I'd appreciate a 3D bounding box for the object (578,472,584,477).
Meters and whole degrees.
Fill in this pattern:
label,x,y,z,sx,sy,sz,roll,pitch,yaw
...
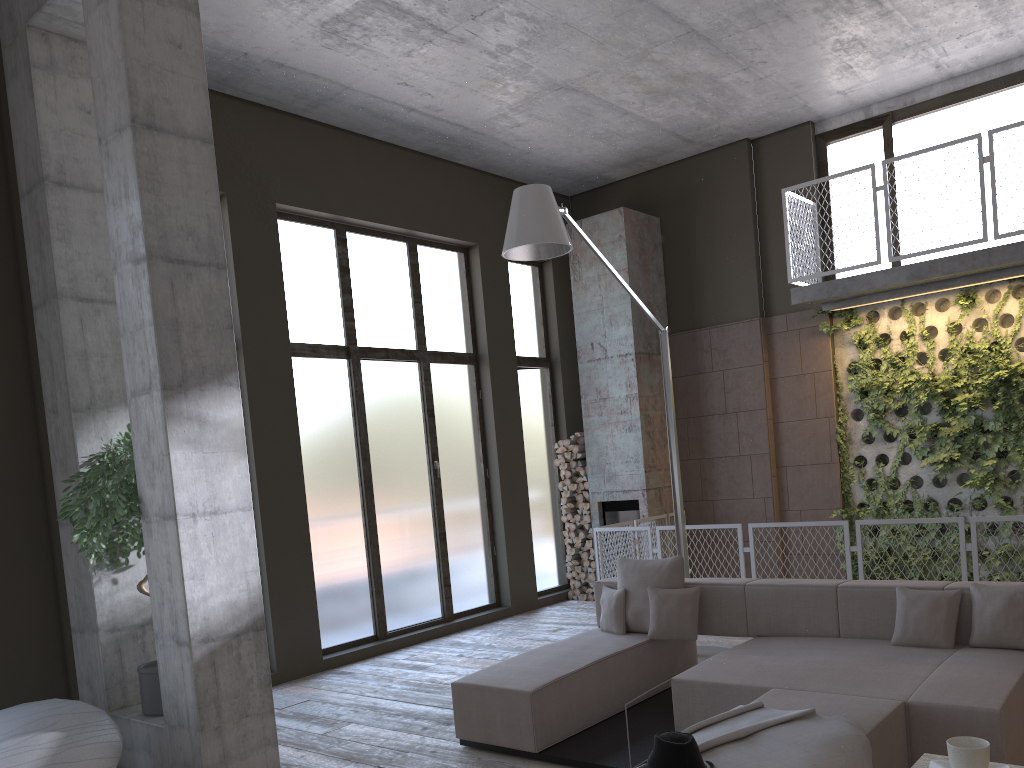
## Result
label,x,y,z,sx,sy,sz,roll,pitch,yaw
object,0.955,1.120,10.939,0.104,0.102,0.290,-6,-4,39

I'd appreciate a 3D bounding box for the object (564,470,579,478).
label,x,y,z,sx,sy,sz,roll,pitch,yaw
object,0.780,1.107,10.909,0.099,0.107,0.292,-6,-4,41

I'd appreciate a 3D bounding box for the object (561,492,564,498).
label,x,y,z,sx,sy,sz,roll,pitch,yaw
object,0.768,1.375,10.987,0.067,0.067,0.420,-6,-5,39

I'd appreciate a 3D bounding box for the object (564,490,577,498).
label,x,y,z,sx,sy,sz,roll,pitch,yaw
object,0.824,1.355,10.936,0.094,0.084,0.477,-6,-5,39

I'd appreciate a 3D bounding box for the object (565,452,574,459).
label,x,y,z,sx,sy,sz,roll,pitch,yaw
object,0.831,0.878,10.885,0.094,0.083,0.477,-6,-5,39

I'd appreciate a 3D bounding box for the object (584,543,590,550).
label,x,y,z,sx,sy,sz,roll,pitch,yaw
object,1.065,1.984,10.898,0.091,0.089,0.452,-6,-4,39

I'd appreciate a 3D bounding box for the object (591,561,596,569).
label,x,y,z,sx,sy,sz,roll,pitch,yaw
object,1.133,2.211,10.865,0.092,0.092,0.435,-6,-4,39

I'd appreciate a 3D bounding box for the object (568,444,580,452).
label,x,y,z,sx,sy,sz,roll,pitch,yaw
object,0.830,0.786,10.829,0.104,0.084,0.361,-7,-5,39

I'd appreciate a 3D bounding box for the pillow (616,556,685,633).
label,x,y,z,sx,sy,sz,roll,pitch,yaw
pillow,0.978,1.512,6.285,0.567,0.559,0.219,-6,1,42

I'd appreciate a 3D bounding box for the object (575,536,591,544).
label,x,y,z,sx,sy,sz,roll,pitch,yaw
object,0.966,1.923,10.947,0.094,0.084,0.477,-6,-5,39

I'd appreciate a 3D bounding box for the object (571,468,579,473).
label,x,y,z,sx,sy,sz,roll,pitch,yaw
object,0.864,1.063,10.907,0.065,0.074,0.357,-6,-4,38

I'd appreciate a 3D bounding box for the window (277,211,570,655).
label,x,y,z,sx,sy,sz,roll,pitch,yaw
window,-2.355,0.478,7.671,0.210,4.177,9.154,-3,-1,38

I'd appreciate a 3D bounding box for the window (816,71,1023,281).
label,x,y,z,sx,sy,sz,roll,pitch,yaw
window,4.759,-2.044,8.423,3.593,1.753,0.109,-8,0,40

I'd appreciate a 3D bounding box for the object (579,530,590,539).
label,x,y,z,sx,sy,sz,roll,pitch,yaw
object,0.998,1.849,10.887,0.091,0.089,0.452,-6,-4,41

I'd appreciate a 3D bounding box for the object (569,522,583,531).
label,x,y,z,sx,sy,sz,roll,pitch,yaw
object,0.839,1.765,10.945,0.099,0.107,0.292,-6,-4,41

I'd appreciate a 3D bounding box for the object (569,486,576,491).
label,x,y,z,sx,sy,sz,roll,pitch,yaw
object,0.883,1.273,10.907,0.115,0.079,0.433,-7,-5,39

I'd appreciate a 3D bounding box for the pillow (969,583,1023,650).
label,x,y,z,sx,sy,sz,roll,pitch,yaw
pillow,2.722,1.281,4.865,0.365,0.367,0.186,-6,0,45

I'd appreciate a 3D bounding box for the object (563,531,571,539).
label,x,y,z,sx,sy,sz,roll,pitch,yaw
object,0.783,1.885,11.048,0.089,0.108,0.363,-5,-4,39

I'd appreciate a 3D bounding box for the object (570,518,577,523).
label,x,y,z,sx,sy,sz,roll,pitch,yaw
object,0.856,1.689,10.961,0.089,0.057,0.330,-7,-5,39

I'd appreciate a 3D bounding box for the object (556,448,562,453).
label,x,y,z,sx,sy,sz,roll,pitch,yaw
object,0.708,0.832,10.997,0.123,0.068,0.361,-8,-6,41

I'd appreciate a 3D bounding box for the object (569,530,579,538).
label,x,y,z,sx,sy,sz,roll,pitch,yaw
object,0.879,1.868,11.022,0.093,0.093,0.435,-6,-4,39

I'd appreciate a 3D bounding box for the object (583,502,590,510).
label,x,y,z,sx,sy,sz,roll,pitch,yaw
object,1.054,1.489,10.818,0.094,0.084,0.477,-6,-5,39

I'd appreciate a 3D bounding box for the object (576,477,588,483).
label,x,y,z,sx,sy,sz,roll,pitch,yaw
object,0.966,1.184,10.881,0.115,0.079,0.433,-7,-5,39

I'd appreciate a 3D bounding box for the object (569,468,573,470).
label,x,y,z,sx,sy,sz,roll,pitch,yaw
object,0.797,1.031,10.924,0.089,0.057,0.330,-7,-5,39

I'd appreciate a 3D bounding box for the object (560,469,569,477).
label,x,y,z,sx,sy,sz,roll,pitch,yaw
object,0.736,1.111,11.003,0.101,0.103,0.291,-6,-4,41

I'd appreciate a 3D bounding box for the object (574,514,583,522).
label,x,y,z,sx,sy,sz,roll,pitch,yaw
object,0.940,1.646,10.912,0.091,0.089,0.453,-6,-5,38

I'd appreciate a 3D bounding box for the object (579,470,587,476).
label,x,y,z,sx,sy,sz,roll,pitch,yaw
object,0.978,1.098,10.827,0.067,0.085,0.423,-5,-4,37

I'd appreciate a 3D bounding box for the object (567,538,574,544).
label,x,y,z,sx,sy,sz,roll,pitch,yaw
object,0.848,1.952,11.050,0.068,0.067,0.420,-6,-5,39

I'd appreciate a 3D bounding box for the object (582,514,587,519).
label,x,y,z,sx,sy,sz,roll,pitch,yaw
object,1.011,1.628,10.888,0.067,0.071,0.421,-6,-4,39

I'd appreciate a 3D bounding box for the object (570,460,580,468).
label,x,y,z,sx,sy,sz,roll,pitch,yaw
object,0.881,0.989,10.875,0.091,0.089,0.453,-6,-5,38

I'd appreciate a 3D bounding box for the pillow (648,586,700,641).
label,x,y,z,sx,sy,sz,roll,pitch,yaw
pillow,1.118,1.580,6.045,0.378,0.374,0.168,-5,2,14

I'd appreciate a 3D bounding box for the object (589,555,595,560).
label,x,y,z,sx,sy,sz,roll,pitch,yaw
object,1.098,2.119,10.870,0.072,0.073,0.420,-6,-4,39

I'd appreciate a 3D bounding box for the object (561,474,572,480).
label,x,y,z,sx,sy,sz,roll,pitch,yaw
object,0.700,1.156,10.930,0.045,0.073,0.249,-4,-3,39

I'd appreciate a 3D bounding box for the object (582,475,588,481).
label,x,y,z,sx,sy,sz,roll,pitch,yaw
object,1.011,1.150,10.816,0.072,0.073,0.420,-6,-4,39

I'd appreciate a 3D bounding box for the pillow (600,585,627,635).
label,x,y,z,sx,sy,sz,roll,pitch,yaw
pillow,0.745,1.678,6.459,0.150,0.377,0.370,-6,-1,-17

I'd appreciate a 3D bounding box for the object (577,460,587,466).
label,x,y,z,sx,sy,sz,roll,pitch,yaw
object,0.952,0.970,10.852,0.067,0.071,0.421,-6,-4,39

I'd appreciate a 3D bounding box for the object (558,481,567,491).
label,x,y,z,sx,sy,sz,roll,pitch,yaw
object,0.714,1.274,11.026,0.064,0.125,0.362,-4,-3,38

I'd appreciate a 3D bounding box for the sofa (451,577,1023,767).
label,x,y,z,sx,sy,sz,roll,pitch,yaw
sofa,1.043,1.691,4.890,3.020,0.786,2.994,-9,-6,40

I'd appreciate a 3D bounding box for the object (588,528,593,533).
label,x,y,z,sx,sy,sz,roll,pitch,yaw
object,1.082,1.780,10.830,0.067,0.085,0.423,-5,-4,37

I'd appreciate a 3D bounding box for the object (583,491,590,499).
label,x,y,z,sx,sy,sz,roll,pitch,yaw
object,1.010,1.358,10.793,0.089,0.108,0.363,-5,-4,39

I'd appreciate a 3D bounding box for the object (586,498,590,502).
label,x,y,z,sx,sy,sz,roll,pitch,yaw
object,1.042,1.409,10.862,0.102,0.087,0.361,-7,-5,39

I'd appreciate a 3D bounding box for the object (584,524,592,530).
label,x,y,z,sx,sy,sz,roll,pitch,yaw
object,1.037,1.756,10.864,0.067,0.085,0.423,-5,-4,37

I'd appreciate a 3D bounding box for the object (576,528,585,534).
label,x,y,z,sx,sy,sz,roll,pitch,yaw
object,0.953,1.843,10.991,0.102,0.087,0.361,-7,-5,39

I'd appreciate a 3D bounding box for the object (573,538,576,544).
label,x,y,z,sx,sy,sz,roll,pitch,yaw
object,0.910,1.943,10.998,0.067,0.067,0.420,-6,-5,39

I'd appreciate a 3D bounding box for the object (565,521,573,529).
label,x,y,z,sx,sy,sz,roll,pitch,yaw
object,0.795,1.768,11.040,0.101,0.103,0.291,-6,-4,41

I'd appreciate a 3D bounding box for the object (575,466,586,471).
label,x,y,z,sx,sy,sz,roll,pitch,yaw
object,0.938,1.037,10.837,0.123,0.068,0.361,-8,-6,41

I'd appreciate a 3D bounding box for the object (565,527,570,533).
label,x,y,z,sx,sy,sz,roll,pitch,yaw
object,0.759,1.813,10.967,0.045,0.073,0.249,-4,-3,39

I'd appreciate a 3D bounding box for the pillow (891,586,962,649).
label,x,y,z,sx,sy,sz,roll,pitch,yaw
pillow,2.412,1.368,5.106,0.373,0.360,0.185,-6,0,39

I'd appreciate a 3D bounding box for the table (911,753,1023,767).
label,x,y,z,sx,sy,sz,roll,pitch,yaw
table,2.780,1.052,0.273,5.227,0.924,1.005,-9,-4,40

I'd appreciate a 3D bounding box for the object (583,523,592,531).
label,x,y,z,sx,sy,sz,roll,pitch,yaw
object,1.014,1.778,10.976,0.104,0.102,0.290,-6,-4,39

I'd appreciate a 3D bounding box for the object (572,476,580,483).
label,x,y,z,sx,sy,sz,roll,pitch,yaw
object,0.894,1.185,10.954,0.102,0.087,0.361,-7,-5,39
